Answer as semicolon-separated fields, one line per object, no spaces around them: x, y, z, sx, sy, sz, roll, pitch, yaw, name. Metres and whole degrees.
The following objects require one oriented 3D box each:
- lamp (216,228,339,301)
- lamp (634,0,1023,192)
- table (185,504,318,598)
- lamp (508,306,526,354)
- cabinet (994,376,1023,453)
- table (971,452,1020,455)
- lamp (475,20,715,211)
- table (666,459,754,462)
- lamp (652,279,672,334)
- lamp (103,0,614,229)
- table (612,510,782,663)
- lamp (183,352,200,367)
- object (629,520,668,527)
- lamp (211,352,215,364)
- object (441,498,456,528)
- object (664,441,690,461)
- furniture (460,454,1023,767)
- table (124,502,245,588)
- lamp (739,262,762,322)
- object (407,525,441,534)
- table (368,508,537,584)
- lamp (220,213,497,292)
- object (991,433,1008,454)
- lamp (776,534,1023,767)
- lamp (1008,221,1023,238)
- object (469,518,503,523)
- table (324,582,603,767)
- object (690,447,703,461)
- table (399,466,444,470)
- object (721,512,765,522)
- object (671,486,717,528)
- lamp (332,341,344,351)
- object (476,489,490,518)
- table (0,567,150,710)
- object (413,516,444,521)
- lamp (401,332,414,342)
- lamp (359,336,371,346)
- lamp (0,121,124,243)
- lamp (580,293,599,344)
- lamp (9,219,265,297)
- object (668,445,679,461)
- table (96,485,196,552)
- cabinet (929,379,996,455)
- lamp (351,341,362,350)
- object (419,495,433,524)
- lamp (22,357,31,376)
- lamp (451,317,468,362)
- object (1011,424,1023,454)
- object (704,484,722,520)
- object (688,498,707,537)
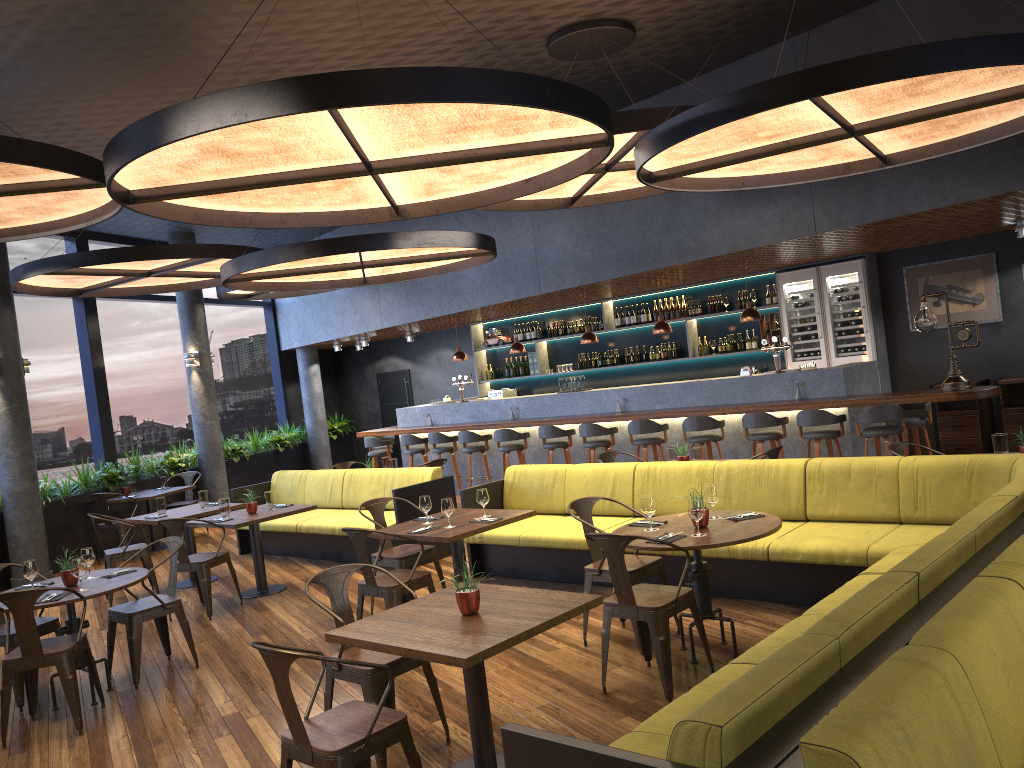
-3.566;-1.968;13.622;1.979;1.093;1.979;-7;1;6;lamp
2.099;-2.282;5.664;2.778;1.475;2.778;-8;2;-44;lamp
-2.450;1.617;8.489;0.906;0.763;0.887;-6;1;42;table
0.043;-0.779;12.755;0.250;0.673;0.250;-7;1;-15;lamp
5.860;0.427;10.033;0.553;1.007;0.473;-6;1;42;cabinet
3.576;0.912;6.093;0.906;0.763;0.887;-6;1;42;table
0.733;-2.325;7.448;2.778;1.159;2.778;-7;1;3;lamp
1.591;1.124;7.911;0.906;0.763;0.887;-6;1;42;table
1.846;-0.972;11.105;0.250;0.673;0.250;-7;1;-15;lamp
-0.894;-1.897;5.059;2.778;1.475;2.778;-7;1;1;lamp
1.136;1.231;5.307;1.007;0.760;1.007;-7;1;-10;table
-4.880;-0.374;13.434;0.215;0.215;0.189;-7;1;3;lamp
0.867;0.869;5.545;0.157;0.019;0.255;-8;1;-41;object
-4.777;-0.397;13.988;0.215;0.215;0.189;-7;1;21;lamp
-0.457;0.923;6.352;0.097;0.206;0.097;-6;2;43;object
1.520;0.611;7.908;0.238;0.271;0.260;-8;1;-26;object
1.524;1.124;4.434;7.462;0.914;4.895;-6;1;37;furniture
-3.404;1.720;9.361;0.887;0.763;0.906;-6;1;42;table
2.734;-1.067;10.291;0.250;0.673;0.250;-7;1;-15;lamp
-0.618;1.038;6.359;0.157;0.019;0.255;-6;2;43;object
-0.399;1.398;6.591;0.887;0.763;0.906;-6;1;42;table
-1.622;-1.885;9.100;2.778;1.475;2.778;-7;1;7;lamp
3.472;0.445;6.298;0.102;0.178;0.102;-7;1;28;object
4.627;-0.170;4.396;3.017;2.714;9.057;-6;1;42;lamp
5.438;-1.650;9.433;0.228;0.172;0.228;-6;1;42;lamp
-0.206;0.985;6.439;0.255;0.019;0.157;-6;2;43;object
-0.169;1.420;4.023;0.906;0.763;0.887;-6;1;42;table
1.620;0.648;7.765;0.102;0.178;0.102;-7;1;28;object
-1.403;1.445;10.610;0.887;0.763;0.906;-6;1;42;table
1.394;0.806;5.395;0.255;0.019;0.157;-7;1;-15;object
1.110;0.713;5.276;0.238;0.271;0.260;-8;1;-26;object
-3.252;-0.703;16.522;0.228;0.172;0.228;-6;1;42;lamp
-0.213;0.888;6.611;0.097;0.206;0.097;-6;1;34;object
-2.906;1.724;5.906;1.007;0.760;1.007;-6;1;30;table
-0.627;1.030;6.814;0.255;0.019;0.157;-6;2;43;object
-1.886;-0.870;16.342;0.228;0.172;0.228;-6;1;42;lamp
-2.650;-0.767;15.948;0.228;0.172;0.228;-6;1;42;lamp
-4.075;-1.691;5.714;2.778;1.159;2.778;-7;1;20;lamp
0.997;-0.881;11.881;0.250;0.673;0.250;-7;1;-15;lamp
-4.180;-1.763;10.070;2.778;1.159;2.778;-7;1;-12;lamp
1.492;0.657;8.130;0.102;0.178;0.102;-7;1;-12;object
-4.882;1.853;11.989;0.887;0.763;0.906;-7;1;17;table
5.349;0.482;10.501;0.553;1.007;0.473;-6;1;42;cabinet
-2.997;-0.751;17.359;0.228;0.172;0.228;-6;1;42;lamp
-0.644;0.941;6.638;0.097;0.206;0.097;-6;1;34;object
-5.832;-0.199;10.576;0.215;0.215;0.189;-7;1;18;lamp
-0.835;-0.685;13.558;0.250;0.673;0.250;-6;1;30;lamp
3.515;0.398;6.066;0.238;0.271;0.260;-6;2;44;object
1.238;0.729;5.490;0.097;0.206;0.097;-7;1;-6;object
1.053;0.760;5.057;0.097;0.206;0.097;-7;1;-9;object
